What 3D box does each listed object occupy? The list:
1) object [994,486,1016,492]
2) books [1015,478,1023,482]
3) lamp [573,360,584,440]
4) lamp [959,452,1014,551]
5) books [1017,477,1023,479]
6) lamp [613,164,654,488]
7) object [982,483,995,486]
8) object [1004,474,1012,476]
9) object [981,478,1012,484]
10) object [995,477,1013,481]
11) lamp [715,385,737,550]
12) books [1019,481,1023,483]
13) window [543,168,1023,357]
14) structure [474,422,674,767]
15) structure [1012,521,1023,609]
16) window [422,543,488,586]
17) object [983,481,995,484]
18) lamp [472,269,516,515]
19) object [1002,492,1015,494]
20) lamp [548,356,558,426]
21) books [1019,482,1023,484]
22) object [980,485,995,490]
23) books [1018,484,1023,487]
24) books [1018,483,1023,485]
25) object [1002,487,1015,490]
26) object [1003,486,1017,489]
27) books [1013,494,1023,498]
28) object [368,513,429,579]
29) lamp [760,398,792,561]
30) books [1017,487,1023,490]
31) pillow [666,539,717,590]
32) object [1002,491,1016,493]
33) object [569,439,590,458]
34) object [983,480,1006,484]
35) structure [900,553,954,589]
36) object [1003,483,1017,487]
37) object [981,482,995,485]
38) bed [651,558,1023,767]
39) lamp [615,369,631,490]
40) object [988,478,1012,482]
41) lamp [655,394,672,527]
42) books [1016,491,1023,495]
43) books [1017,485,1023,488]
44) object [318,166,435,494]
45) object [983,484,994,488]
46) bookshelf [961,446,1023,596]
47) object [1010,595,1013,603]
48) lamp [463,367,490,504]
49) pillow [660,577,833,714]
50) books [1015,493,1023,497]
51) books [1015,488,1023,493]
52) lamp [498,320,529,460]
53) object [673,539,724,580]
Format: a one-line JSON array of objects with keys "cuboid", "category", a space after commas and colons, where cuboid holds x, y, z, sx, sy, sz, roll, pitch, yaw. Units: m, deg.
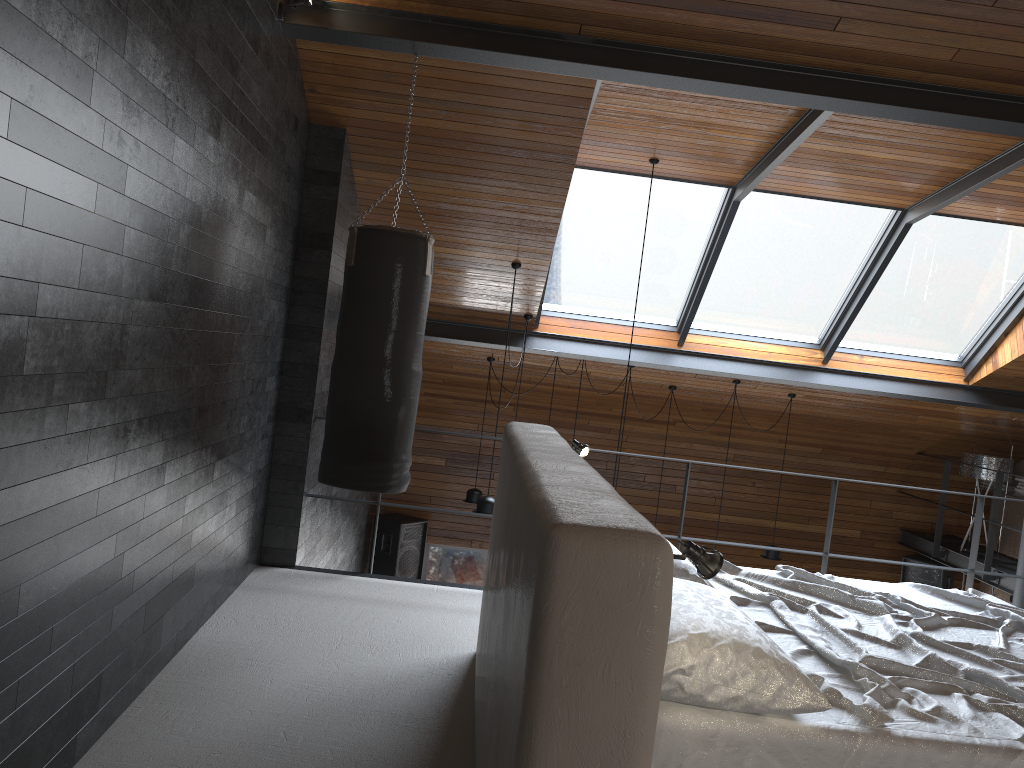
[{"cuboid": [5.357, 1.137, 9.527, 0.262, 0.025, 0.176, 7, 2, -2], "category": "object"}, {"cuboid": [5.400, 1.010, 9.200, 0.268, 0.025, 0.176, 7, 2, -2], "category": "books"}, {"cuboid": [0.514, 0.802, 7.950, 0.210, 2.273, 0.210, 8, 2, 35], "category": "lamp"}, {"cuboid": [4.834, 1.235, 9.137, 0.475, 1.002, 0.475, 8, 2, 21], "category": "lamp"}, {"cuboid": [5.399, 0.990, 9.209, 0.231, 0.012, 0.159, 7, 2, 3], "category": "books"}, {"cuboid": [0.808, 0.031, 6.309, 0.210, 3.208, 0.210, 8, 2, 20], "category": "lamp"}, {"cuboid": [5.348, 1.122, 9.800, 0.218, 0.013, 0.161, 7, 2, -2], "category": "object"}, {"cuboid": [5.349, 0.985, 9.789, 0.246, 0.016, 0.182, 7, 2, -2], "category": "object"}, {"cuboid": [5.340, 1.066, 9.774, 0.246, 0.016, 0.182, 7, 2, -2], "category": "object"}, {"cuboid": [5.342, 1.027, 9.773, 0.252, 0.028, 0.180, 7, 2, -2], "category": "object"}, {"cuboid": [2.013, 0.914, 8.418, 0.210, 1.911, 0.210, 8, 2, 35], "category": "lamp"}, {"cuboid": [5.410, 1.030, 9.201, 0.206, 0.013, 0.161, 7, 2, -7], "category": "books"}, {"cuboid": [2.246, -0.964, 7.337, 3.818, 1.031, 1.213, 7, 2, -2], "category": "window"}, {"cuboid": [2.215, 1.031, 3.007, 4.614, 1.120, 2.634, 7, 2, -2], "category": "structure"}, {"cuboid": [3.788, 1.583, 6.160, 1.197, 5.700, 1.689, 7, 1, -2], "category": "structure"}, {"cuboid": [1.726, 2.825, 10.582, 5.936, 1.522, 0.101, 7, 1, -2], "category": "window"}, {"cuboid": [5.352, 1.098, 9.797, 0.216, 0.012, 0.161, 7, 2, -2], "category": "object"}, {"cuboid": [-0.083, 0.053, 6.650, 0.210, 1.854, 0.210, 8, 2, 35], "category": "lamp"}, {"cuboid": [5.340, 1.168, 9.533, 0.201, 0.012, 0.161, 7, 2, -2], "category": "object"}, {"cuboid": [0.296, 0.699, 8.099, 0.210, 2.036, 0.210, 8, 2, 35], "category": "lamp"}, {"cuboid": [5.415, 1.041, 9.210, 0.208, 0.013, 0.161, 7, 2, 3], "category": "books"}, {"cuboid": [5.332, 1.152, 9.792, 0.234, 0.025, 0.176, 7, 2, -2], "category": "object"}, {"cuboid": [5.408, 1.068, 9.200, 0.213, 0.017, 0.167, 7, 2, -7], "category": "books"}, {"cuboid": [5.403, 1.052, 9.208, 0.206, 0.012, 0.161, 7, 2, -12], "category": "books"}, {"cuboid": [5.347, 1.117, 9.526, 0.201, 0.013, 0.161, 7, 2, -2], "category": "object"}, {"cuboid": [5.366, 1.106, 9.511, 0.228, 0.016, 0.182, 7, 2, -2], "category": "object"}, {"cuboid": [5.375, 1.178, 9.217, 0.234, 0.016, 0.182, 7, 2, -2], "category": "books"}, {"cuboid": [-1.359, 2.578, 9.484, 0.686, 2.298, 0.639, 8, 2, 36], "category": "object"}, {"cuboid": [2.611, 0.915, 8.597, 0.210, 1.565, 0.210, 8, 2, 35], "category": "lamp"}, {"cuboid": [5.397, 1.099, 9.188, 0.234, 0.016, 0.182, 7, 2, 3], "category": "books"}, {"cuboid": [0.455, 0.651, 3.356, 0.509, 0.173, 0.842, 7, 2, -2], "category": "pillow"}, {"cuboid": [5.357, 1.156, 9.537, 0.226, 0.012, 0.159, 7, 2, -2], "category": "object"}, {"cuboid": [0.260, 0.301, 3.975, 0.165, 0.106, 0.085, 8, 2, 25], "category": "object"}, {"cuboid": [5.350, 1.083, 9.788, 0.224, 0.017, 0.167, 7, 2, -2], "category": "object"}, {"cuboid": [4.619, 2.272, 9.829, 0.488, 0.735, 0.462, 6, 2, -42], "category": "structure"}, {"cuboid": [5.343, 1.088, 9.534, 0.203, 0.013, 0.161, 7, 2, -2], "category": "object"}, {"cuboid": [5.336, 1.109, 9.791, 0.243, 0.012, 0.159, 7, 2, -2], "category": "object"}, {"cuboid": [1.163, 1.012, 2.970, 2.011, 0.485, 1.826, 7, 2, -2], "category": "bed"}, {"cuboid": [0.987, 0.854, 8.293, 0.210, 2.034, 0.210, 8, 2, 35], "category": "lamp"}, {"cuboid": [5.342, 1.050, 9.774, 0.246, 0.016, 0.182, 7, 2, -2], "category": "object"}, {"cuboid": [1.473, 0.885, 8.723, 0.210, 2.002, 0.210, 8, 2, 35], "category": "lamp"}, {"cuboid": [5.387, 1.145, 9.205, 0.221, 0.021, 0.174, 7, 2, -2], "category": "books"}, {"cuboid": [5.398, 1.084, 9.186, 0.234, 0.016, 0.182, 7, 2, -12], "category": "books"}, {"cuboid": [-0.639, -0.277, 4.401, 0.445, 1.603, 0.442, 8, 2, 25], "category": "object"}, {"cuboid": [5.348, 1.136, 9.792, 0.216, 0.013, 0.161, 7, 2, -2], "category": "object"}, {"cuboid": [5.548, 1.581, 4.582, 0.421, 6.219, 10.739, 7, 2, -2], "category": "bookshelf"}, {"cuboid": [5.215, 2.518, 9.265, 0.244, 0.879, 0.244, 8, 2, 26], "category": "object"}, {"cuboid": [-0.285, 0.452, 8.491, 0.210, 1.369, 0.210, 8, 2, 35], "category": "lamp"}, {"cuboid": [0.488, 0.678, 2.461, 0.502, 0.176, 0.837, 7, 2, -2], "category": "pillow"}, {"cuboid": [5.383, 1.164, 9.201, 0.234, 0.016, 0.182, 7, 2, -7], "category": "books"}, {"cuboid": [5.386, 1.121, 9.203, 0.240, 0.028, 0.180, 7, 2, -12], "category": "books"}, {"cuboid": [0.063, 0.053, 7.484, 0.210, 1.206, 0.210, 8, 2, 35], "category": "lamp"}, {"cuboid": [0.357, 0.373, 1.829, 0.156, 0.106, 0.087, 7, 2, -6], "category": "object"}]
